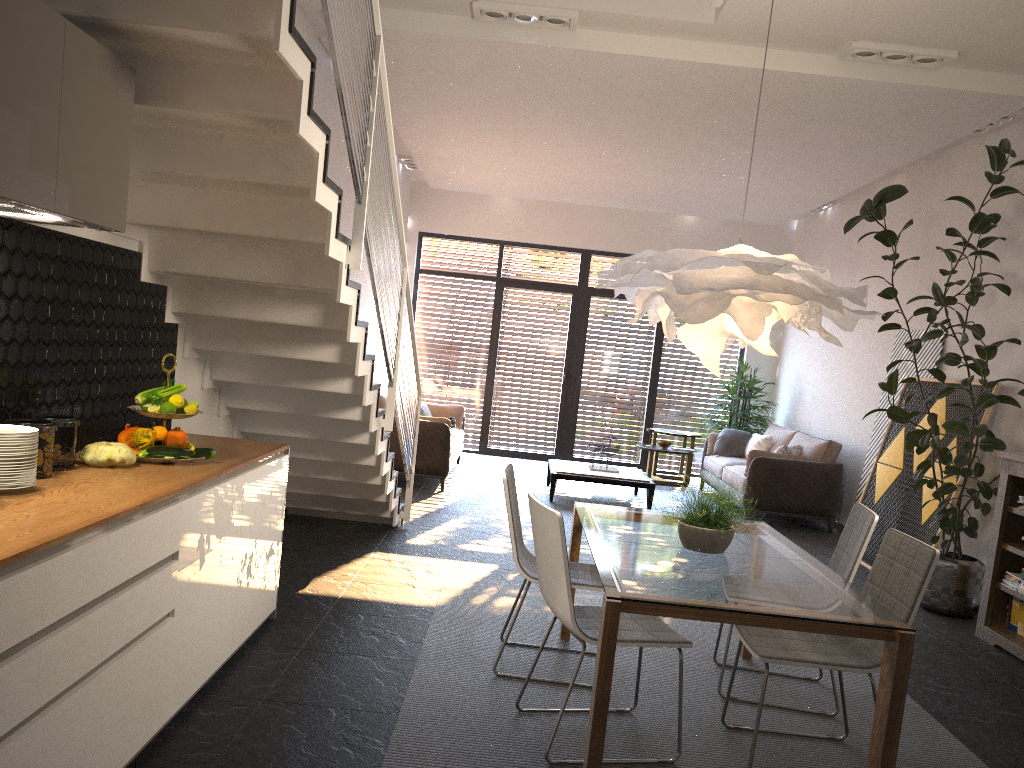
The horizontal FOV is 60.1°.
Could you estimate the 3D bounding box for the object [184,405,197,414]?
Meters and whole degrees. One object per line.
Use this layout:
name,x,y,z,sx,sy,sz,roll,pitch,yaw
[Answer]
object,-1.268,0.103,3.494,0.048,0.041,0.044,3,5,-39

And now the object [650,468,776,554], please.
object,0.845,0.537,3.730,0.531,0.369,0.665,6,3,-4

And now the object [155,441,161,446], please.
object,-1.381,0.261,3.580,0.229,0.076,0.069,6,4,-9

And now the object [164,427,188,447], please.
object,-1.323,0.213,3.489,0.087,0.093,0.085,6,4,5

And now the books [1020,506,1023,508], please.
books,3.208,0.752,5.193,0.253,0.011,0.317,5,3,-30

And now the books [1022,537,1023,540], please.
books,3.193,0.946,5.253,0.175,0.019,0.242,6,2,-15

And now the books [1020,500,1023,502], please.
books,3.212,0.720,5.201,0.253,0.011,0.317,5,2,-28

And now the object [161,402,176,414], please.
object,-1.337,0.098,3.438,0.065,0.060,0.062,6,4,-4

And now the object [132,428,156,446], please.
object,-1.441,0.211,3.476,0.087,0.079,0.089,9,4,35

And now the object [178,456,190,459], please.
object,-1.287,0.289,3.472,0.042,0.014,0.043,7,3,11

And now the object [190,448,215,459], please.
object,-1.305,0.271,3.518,0.239,0.049,0.061,5,3,-19

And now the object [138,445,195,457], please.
object,-1.339,0.261,3.430,0.217,0.045,0.053,4,4,-43

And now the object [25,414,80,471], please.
object,-1.603,0.203,3.082,0.172,0.185,0.171,4,4,-22

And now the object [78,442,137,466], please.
object,-1.486,0.256,3.254,0.189,0.084,0.196,7,3,10

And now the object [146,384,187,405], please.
object,-1.345,0.040,3.462,0.056,0.082,0.180,9,4,29

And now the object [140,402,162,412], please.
object,-1.401,0.099,3.464,0.101,0.062,0.075,5,4,-18

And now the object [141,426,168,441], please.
object,-1.375,0.192,3.417,0.059,0.056,0.126,6,3,2

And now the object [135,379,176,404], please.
object,-1.393,0.031,3.492,0.067,0.101,0.210,7,3,16

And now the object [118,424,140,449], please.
object,-1.510,0.213,3.528,0.111,0.111,0.112,4,4,-23

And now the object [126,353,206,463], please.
object,-1.371,0.089,3.508,0.352,0.427,0.350,6,4,-6

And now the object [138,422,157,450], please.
object,-1.388,0.198,3.392,0.125,0.121,0.061,8,5,32

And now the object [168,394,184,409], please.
object,-1.321,0.068,3.483,0.068,0.058,0.070,6,3,0

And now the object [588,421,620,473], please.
object,0.297,-1.253,5.023,0.365,4.493,8.884,7,3,12

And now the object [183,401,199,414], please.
object,-1.285,0.096,3.546,0.060,0.055,0.058,9,4,34

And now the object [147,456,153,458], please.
object,-1.399,0.293,3.475,0.067,0.014,0.064,5,3,-34

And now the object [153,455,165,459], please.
object,-1.347,0.278,3.376,0.042,0.020,0.042,4,3,-38

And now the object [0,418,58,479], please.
object,-1.589,0.211,2.901,0.172,0.185,0.171,3,5,-40

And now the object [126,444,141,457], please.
object,-1.462,0.257,3.433,0.090,0.051,0.068,4,4,-33

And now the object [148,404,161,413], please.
object,-1.378,0.100,3.419,0.049,0.050,0.052,7,4,18

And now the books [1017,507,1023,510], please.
books,3.200,0.762,5.202,0.253,0.011,0.317,5,2,-26

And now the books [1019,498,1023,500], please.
books,3.220,0.710,5.218,0.253,0.011,0.317,5,2,-28

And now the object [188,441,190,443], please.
object,-1.351,0.250,3.630,0.151,0.073,0.076,8,4,38

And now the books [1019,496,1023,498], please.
books,3.223,0.699,5.225,0.253,0.011,0.317,5,2,-23

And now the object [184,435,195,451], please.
object,-1.312,0.224,3.520,0.153,0.077,0.079,8,4,35

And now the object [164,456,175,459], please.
object,-1.329,0.289,3.429,0.043,0.017,0.041,8,3,31

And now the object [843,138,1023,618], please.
object,3.002,-0.037,5.925,0.909,3.215,2.000,4,5,-22

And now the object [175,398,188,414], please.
object,-1.356,0.091,3.569,0.101,0.079,0.095,6,3,-4

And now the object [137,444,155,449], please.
object,-1.446,0.262,3.501,0.069,0.065,0.071,8,4,30

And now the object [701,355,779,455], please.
object,2.914,0.484,11.405,0.980,1.731,0.908,3,6,-34

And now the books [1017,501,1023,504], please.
books,3.209,0.730,5.218,0.253,0.011,0.317,5,2,-18
